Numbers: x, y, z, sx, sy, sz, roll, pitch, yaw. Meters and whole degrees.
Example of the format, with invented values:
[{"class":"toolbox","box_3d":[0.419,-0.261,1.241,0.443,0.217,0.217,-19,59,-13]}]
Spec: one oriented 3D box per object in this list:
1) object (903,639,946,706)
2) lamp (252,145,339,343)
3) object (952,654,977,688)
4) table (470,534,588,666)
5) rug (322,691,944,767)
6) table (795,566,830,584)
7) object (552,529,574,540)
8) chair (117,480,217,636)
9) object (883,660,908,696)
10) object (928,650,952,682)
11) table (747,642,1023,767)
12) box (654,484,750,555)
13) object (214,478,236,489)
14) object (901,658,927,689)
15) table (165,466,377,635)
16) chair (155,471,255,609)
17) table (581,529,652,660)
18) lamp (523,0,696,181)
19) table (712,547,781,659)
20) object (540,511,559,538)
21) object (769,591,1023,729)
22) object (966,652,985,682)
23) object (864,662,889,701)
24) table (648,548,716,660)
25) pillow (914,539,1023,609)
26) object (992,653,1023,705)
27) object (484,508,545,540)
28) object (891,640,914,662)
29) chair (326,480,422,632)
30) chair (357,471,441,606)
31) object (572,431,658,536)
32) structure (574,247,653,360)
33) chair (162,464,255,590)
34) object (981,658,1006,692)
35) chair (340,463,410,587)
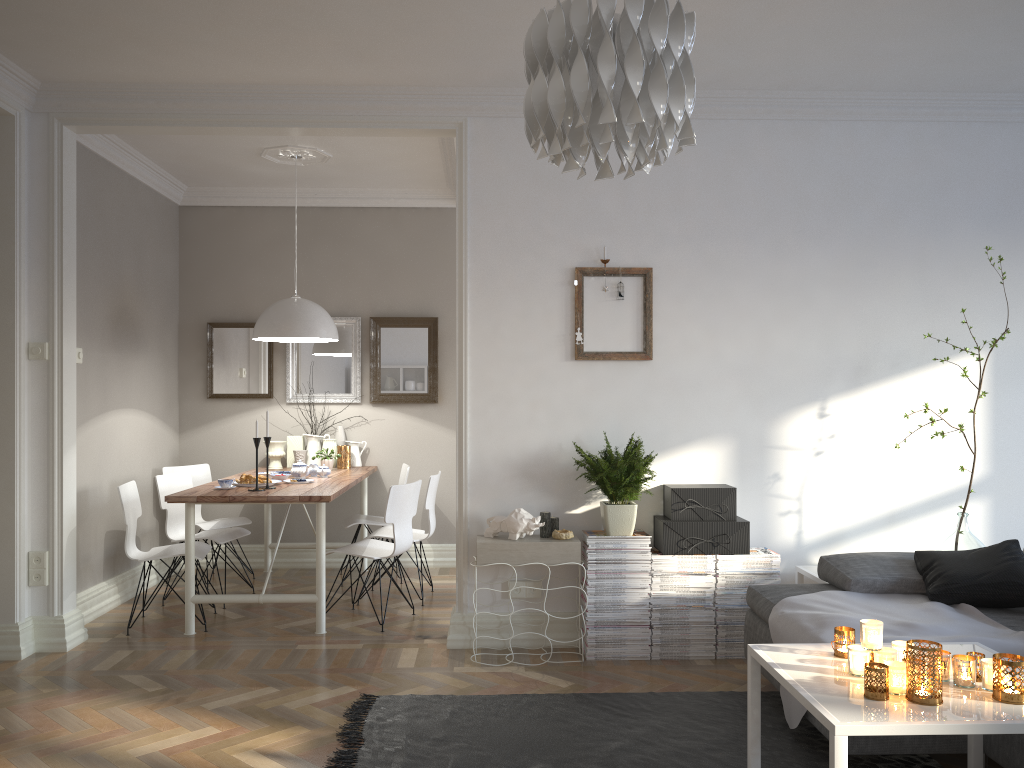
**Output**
[{"class":"object","box_3d":[1.023,0.716,2.204,0.090,0.140,0.087,0,0,-31]},{"class":"lamp","box_3d":[-1.363,-0.869,5.597,0.530,1.182,0.530,0,0,6]},{"class":"object","box_3d":[1.182,0.751,2.317,0.060,0.073,0.060,0,0,23]},{"class":"table","box_3d":[0.077,1.033,4.290,0.553,0.575,0.299,0,0,-1]},{"class":"rug","box_3d":[0.417,1.288,2.753,2.111,0.055,2.015,0,-1,-2]},{"class":"table","box_3d":[1.650,1.117,4.256,0.437,0.412,0.423,0,0,-2]},{"class":"object","box_3d":[0.247,0.723,4.263,0.104,0.046,0.099,-1,-1,44]},{"class":"chair","box_3d":[-1.907,0.939,4.911,0.479,0.786,0.431,0,0,-12]},{"class":"object","box_3d":[0.978,0.750,2.261,0.060,0.073,0.060,0,0,-13]},{"class":"object","box_3d":[1.141,0.752,2.367,0.060,0.073,0.060,0,0,23]},{"class":"table","box_3d":[1.086,1.041,2.381,0.715,0.504,0.675,0,-1,-2]},{"class":"box","box_3d":[0.931,0.664,4.351,0.419,0.315,0.298,0,0,-2]},{"class":"object","box_3d":[-1.584,0.555,4.924,0.137,0.056,0.116,0,-1,29]},{"class":"object","box_3d":[1.037,0.751,2.287,0.060,0.073,0.060,0,0,-13]},{"class":"table","box_3d":[-1.393,0.968,5.570,0.853,0.750,1.986,0,-1,-2]},{"class":"chair","box_3d":[-1.909,0.948,5.514,0.479,0.786,0.431,0,0,8]},{"class":"table","box_3d":[0.507,1.022,4.340,0.321,0.596,0.246,0,0,-2]},{"class":"lamp","box_3d":[0.201,-0.975,1.834,0.354,1.065,0.355,0,0,41]},{"class":"table","box_3d":[1.130,1.071,4.359,0.327,0.499,0.246,0,0,-2]},{"class":"object","box_3d":[0.181,0.680,4.342,0.062,0.134,0.123,0,0,39]},{"class":"object","box_3d":[1.383,1.055,3.280,0.725,0.437,0.812,0,-1,-3]},{"class":"object","box_3d":[1.240,0.755,2.369,0.054,0.068,0.047,0,0,-42]},{"class":"object","box_3d":[0.915,0.747,2.227,0.060,0.079,0.060,0,0,-12]},{"class":"table","box_3d":[0.816,1.071,4.350,0.327,0.499,0.246,0,0,-2]},{"class":"pillow","box_3d":[1.869,0.766,3.578,0.421,0.248,0.401,0,-1,19]},{"class":"object","box_3d":[1.241,0.734,2.210,0.080,0.104,0.080,0,0,-12]},{"class":"object","box_3d":[0.012,0.672,4.276,0.311,0.150,0.137,0,-1,28]},{"class":"object","box_3d":[1.081,0.753,2.451,0.060,0.073,0.060,0,0,23]},{"class":"chair","box_3d":[-0.788,0.940,4.993,0.479,0.786,0.431,0,0,18]},{"class":"chair","box_3d":[-0.692,0.949,5.552,0.479,0.786,0.431,0,0,3]},{"class":"object","box_3d":[0.507,0.490,4.306,0.438,0.527,0.368,0,0,-2]},{"class":"structure","box_3d":[0.512,-0.408,4.474,0.398,0.574,0.053,0,0,-4]},{"class":"chair","box_3d":[-2.086,0.957,6.076,0.479,0.786,0.431,0,0,29]},{"class":"object","box_3d":[1.241,0.751,2.284,0.060,0.073,0.060,0,0,-40]},{"class":"chair","box_3d":[-0.949,0.958,6.146,0.479,0.786,0.431,0,0,-12]}]
